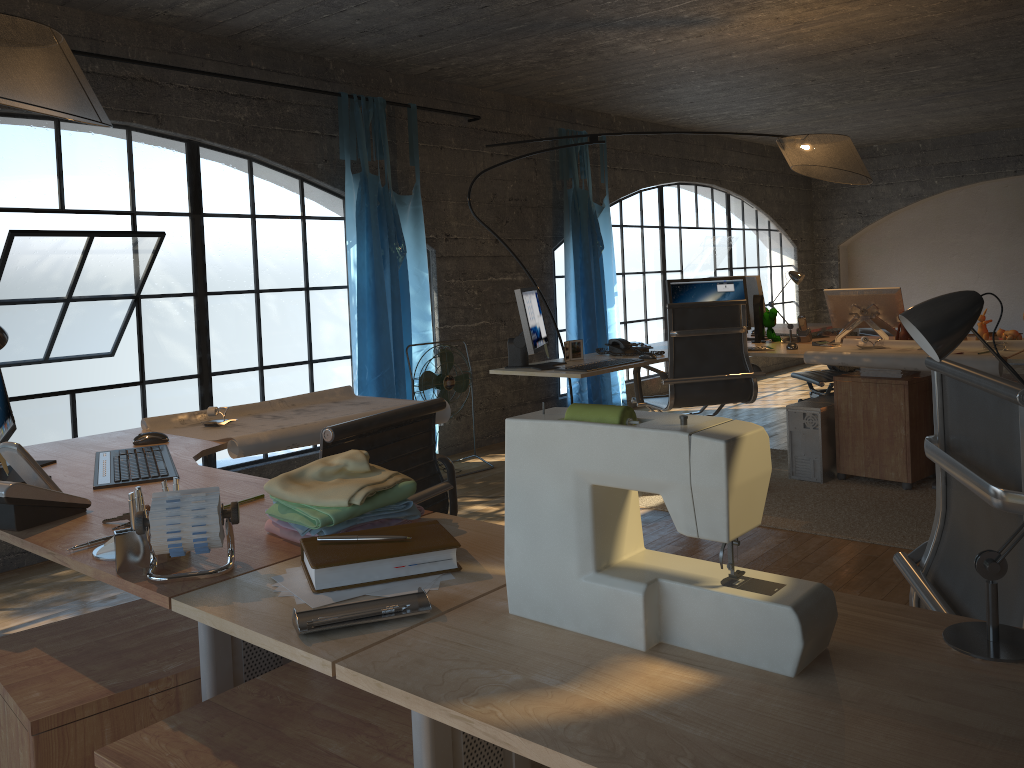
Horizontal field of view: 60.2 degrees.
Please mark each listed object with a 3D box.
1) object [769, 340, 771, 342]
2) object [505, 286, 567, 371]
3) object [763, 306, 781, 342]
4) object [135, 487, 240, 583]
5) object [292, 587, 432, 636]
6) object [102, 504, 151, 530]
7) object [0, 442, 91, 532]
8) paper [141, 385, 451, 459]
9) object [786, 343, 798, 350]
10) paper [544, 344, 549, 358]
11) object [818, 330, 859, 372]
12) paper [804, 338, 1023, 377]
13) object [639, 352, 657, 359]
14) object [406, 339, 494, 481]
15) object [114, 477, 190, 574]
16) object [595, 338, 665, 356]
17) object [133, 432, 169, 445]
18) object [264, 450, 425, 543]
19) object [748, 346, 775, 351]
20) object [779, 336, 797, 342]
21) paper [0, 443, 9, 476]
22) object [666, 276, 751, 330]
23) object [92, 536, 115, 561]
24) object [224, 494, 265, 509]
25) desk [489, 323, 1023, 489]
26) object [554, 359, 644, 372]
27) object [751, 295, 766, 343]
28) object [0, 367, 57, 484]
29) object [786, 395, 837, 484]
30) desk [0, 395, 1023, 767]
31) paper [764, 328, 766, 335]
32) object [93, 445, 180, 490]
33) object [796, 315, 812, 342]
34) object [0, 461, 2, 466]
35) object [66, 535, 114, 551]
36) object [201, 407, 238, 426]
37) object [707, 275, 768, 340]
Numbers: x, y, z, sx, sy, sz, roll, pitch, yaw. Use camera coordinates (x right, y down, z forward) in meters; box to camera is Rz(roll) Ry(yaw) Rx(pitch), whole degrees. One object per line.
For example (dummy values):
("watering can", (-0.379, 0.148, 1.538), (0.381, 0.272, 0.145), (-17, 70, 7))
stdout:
("object", (1.537, -0.259, 5.186), (0.011, 0.011, 0.159), (1, 7, 37))
("object", (0.104, -0.276, 4.303), (0.285, 0.389, 0.473), (-2, 5, 11))
("object", (1.496, -0.353, 5.118), (0.115, 0.219, 0.247), (-3, 5, 0))
("object", (-0.512, 0.233, 1.396), (0.154, 0.135, 0.099), (-4, 4, -14))
("object", (-0.199, 0.301, 1.174), (0.181, 0.025, 0.075), (-5, 7, -19))
("object", (-0.755, 0.257, 1.743), (0.097, 0.024, 0.107), (-7, 8, -35))
("object", (-0.992, 0.192, 1.783), (0.169, 0.164, 0.191), (0, 5, 25))
("paper", (-0.716, 0.125, 3.022), (0.582, 0.113, 0.856), (3, 9, 40))
("object", (1.473, -0.199, 4.642), (0.059, 0.034, 0.101), (-1, 7, 15))
("paper", (0.175, -0.164, 4.394), (0.018, 0.074, 0.078), (-2, 4, 11))
("object", (2.109, -0.213, 5.630), (0.300, 0.241, 0.369), (-3, 5, -9))
("paper", (1.919, -0.137, 4.220), (0.852, 0.113, 0.585), (3, 9, 40))
("object", (0.688, -0.143, 4.465), (0.059, 0.034, 0.101), (-7, 8, -39))
("object", (-0.494, 0.135, 5.502), (0.492, 0.799, 0.581), (-5, 4, -44))
("object", (-0.597, 0.231, 1.464), (0.039, 0.128, 0.134), (-1, 4, 36))
("object", (0.634, -0.199, 4.742), (0.279, 0.081, 0.413), (-5, 7, -17))
("object", (-1.072, 0.160, 2.620), (0.101, 0.034, 0.059), (-4, 6, -15))
("object", (-0.307, 0.200, 1.614), (0.253, 0.129, 0.257), (3, 8, 43))
("object", (1.139, -0.184, 4.729), (0.490, 0.011, 0.188), (-2, 7, 5))
("object", (1.601, -0.263, 5.134), (0.132, 0.026, 0.132), (3, 9, 40))
("paper", (-1.204, 0.181, 2.093), (0.019, 0.074, 0.079), (-3, 4, -24))
("object", (1.118, -0.408, 5.015), (0.470, 0.389, 0.287), (-3, 3, -9))
("object", (-0.663, 0.275, 1.546), (0.132, 0.026, 0.132), (3, 9, 40))
("object", (-0.570, 0.247, 1.821), (0.008, 0.007, 0.148), (0, 7, 33))
("desk", (2.281, 0.182, 4.388), (3.472, 0.735, 3.278), (3, 9, 40))
("object", (0.426, -0.093, 4.240), (0.187, 0.011, 0.493), (3, 9, 40))
("object", (1.428, -0.380, 5.127), (0.085, 0.277, 0.085), (-3, 2, -3))
("object", (-1.318, 0.042, 2.212), (0.286, 0.389, 0.471), (-4, 5, -24))
("object", (1.747, 0.300, 4.931), (0.483, 0.410, 0.200), (-7, 5, -44))
("desk", (0.101, 0.591, 1.830), (3.511, 0.735, 1.644), (3, 8, 41))
("paper", (1.484, -0.324, 5.253), (0.019, 0.074, 0.079), (-3, 4, -24))
("object", (-0.979, 0.207, 2.287), (0.187, 0.011, 0.492), (-6, 8, -24))
("object", (1.653, -0.316, 5.009), (0.082, 0.159, 0.085), (-1, 3, 30))
("object", (-1.448, 0.212, 2.312), (0.204, 0.036, 0.205), (3, 9, 38))
("object", (-0.727, 0.280, 1.598), (0.011, 0.011, 0.159), (1, 7, 37))
("object", (-0.975, 0.101, 2.938), (0.054, 0.064, 0.160), (-2, 6, 8))
("object", (1.369, -0.463, 5.372), (0.286, 0.389, 0.471), (-4, 5, -24))
